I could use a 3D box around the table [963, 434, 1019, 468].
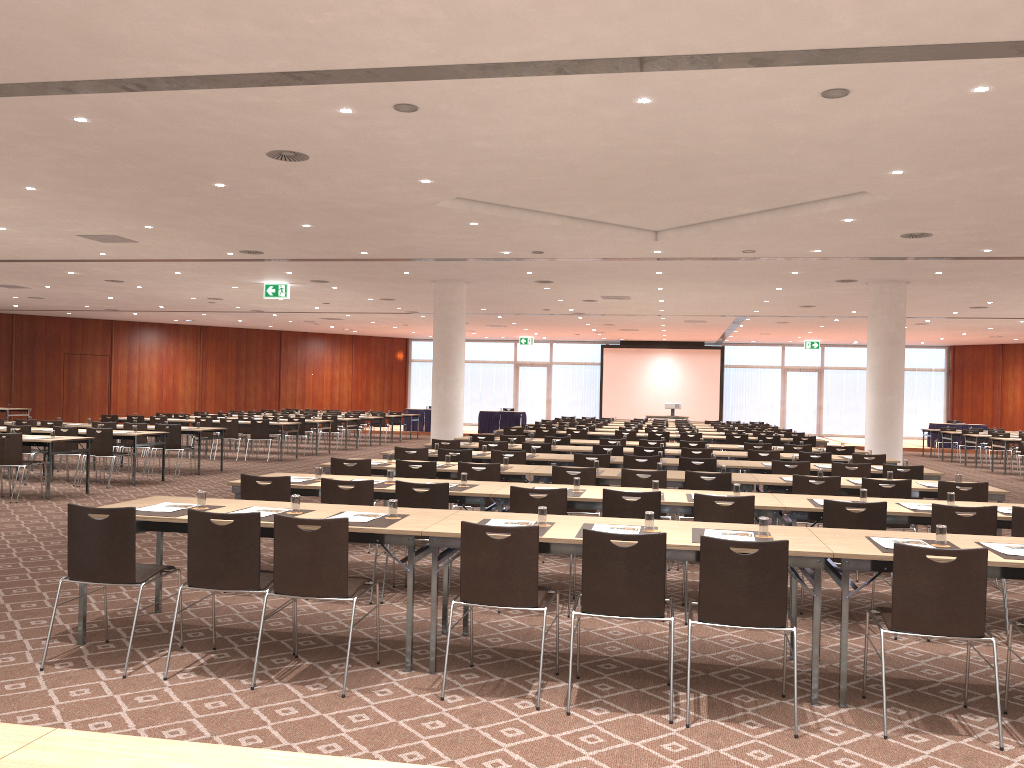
[{"bbox_3d":[13.044,1.772,22.992,2.267,0.833,0.953,1,0,10],"label":"table"}]

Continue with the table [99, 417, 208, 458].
[{"bbox_3d":[-8.326,1.235,20.697,2.267,0.833,0.953,1,0,10],"label":"table"}]

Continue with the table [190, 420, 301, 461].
[{"bbox_3d":[-6.092,1.285,20.300,2.267,0.833,0.953,1,0,10],"label":"table"}]

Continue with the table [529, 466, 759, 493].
[{"bbox_3d":[1.368,1.353,9.325,2.267,0.833,0.953,1,0,10],"label":"table"}]

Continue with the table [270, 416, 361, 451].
[{"bbox_3d":[-5.392,1.341,24.238,2.267,0.833,0.953,1,0,10],"label":"table"}]

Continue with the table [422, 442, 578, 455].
[{"bbox_3d":[-0.167,1.360,13.661,2.267,0.833,0.953,1,0,10],"label":"table"}]

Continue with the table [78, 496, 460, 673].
[{"bbox_3d":[-1.566,1.247,5.784,2.267,0.833,0.953,1,0,10],"label":"table"}]

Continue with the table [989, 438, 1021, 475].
[{"bbox_3d":[12.694,1.744,21.023,2.267,0.833,0.953,1,0,10],"label":"table"}]

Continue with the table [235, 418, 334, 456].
[{"bbox_3d":[-5.742,1.313,22.269,2.267,0.833,0.953,1,0,10],"label":"table"}]

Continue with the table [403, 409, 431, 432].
[{"bbox_3d":[-3.156,1.364,33.208,1.712,0.832,1.042,1,0,10],"label":"table"}]

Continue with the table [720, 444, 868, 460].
[{"bbox_3d":[4.652,1.488,14.835,2.267,0.833,0.953,1,0,10],"label":"table"}]

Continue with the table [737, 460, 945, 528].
[{"bbox_3d":[3.952,1.431,10.897,2.267,0.833,0.953,1,0,10],"label":"table"}]

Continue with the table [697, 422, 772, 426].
[{"bbox_3d":[7.014,1.679,28.127,2.267,0.833,0.953,1,0,10],"label":"table"}]

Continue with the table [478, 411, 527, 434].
[{"bbox_3d":[-0.357,1.426,32.711,1.712,0.832,1.042,1,0,10],"label":"table"}]

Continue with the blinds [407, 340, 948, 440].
[{"bbox_3d":[6.491,0.148,38.127,22.851,3.816,0.115,1,0,10],"label":"blinds"}]

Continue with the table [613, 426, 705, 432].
[{"bbox_3d":[3.730,1.544,22.617,2.267,0.833,0.953,1,0,10],"label":"table"}]

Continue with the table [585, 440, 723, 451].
[{"bbox_3d":[2.417,1.438,15.232,2.267,0.833,0.953,1,0,10],"label":"table"}]

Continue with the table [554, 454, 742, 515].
[{"bbox_3d":[1.718,1.381,11.294,2.267,0.833,0.953,1,0,10],"label":"table"}]

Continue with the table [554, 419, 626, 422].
[{"bbox_3d":[2.545,1.580,28.921,2.267,0.833,0.953,1,0,10],"label":"table"}]

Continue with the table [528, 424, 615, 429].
[{"bbox_3d":[1.495,1.495,23.014,2.267,0.833,0.953,1,0,10],"label":"table"}]

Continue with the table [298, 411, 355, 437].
[{"bbox_3d":[-6.577,1.377,30.543,2.267,0.833,0.953,1,0,10],"label":"table"}]

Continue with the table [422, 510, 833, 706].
[{"bbox_3d":[0.668,1.296,5.387,2.267,0.833,0.953,1,0,10],"label":"table"}]

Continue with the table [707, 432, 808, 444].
[{"bbox_3d":[5.614,1.566,20.250,2.267,0.833,0.953,1,0,10],"label":"table"}]

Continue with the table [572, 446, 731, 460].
[{"bbox_3d":[2.068,1.410,13.263,2.267,0.833,0.953,1,0,10],"label":"table"}]

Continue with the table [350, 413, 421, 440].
[{"bbox_3d":[-4.342,1.426,30.146,2.267,0.833,0.953,1,0,10],"label":"table"}]

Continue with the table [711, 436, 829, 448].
[{"bbox_3d":[5.264,1.538,18.281,2.267,0.833,0.953,1,0,10],"label":"table"}]

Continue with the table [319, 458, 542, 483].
[{"bbox_3d":[-0.867,1.303,9.722,2.267,0.833,0.953,1,0,10],"label":"table"}]

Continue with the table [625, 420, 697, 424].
[{"bbox_3d":[4.779,1.630,28.524,2.267,0.833,0.953,1,0,10],"label":"table"}]

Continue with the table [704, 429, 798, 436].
[{"bbox_3d":[5.964,1.594,22.219,2.267,0.833,0.953,1,0,10],"label":"table"}]

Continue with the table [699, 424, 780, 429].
[{"bbox_3d":[6.664,1.651,26.158,2.267,0.833,0.953,1,0,10],"label":"table"}]

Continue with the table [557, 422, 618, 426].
[{"bbox_3d":[1.845,1.523,24.983,2.267,0.833,0.953,1,0,10],"label":"table"}]

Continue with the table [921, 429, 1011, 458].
[{"bbox_3d":[13.744,1.829,26.930,2.267,0.833,0.953,1,0,10],"label":"table"}]

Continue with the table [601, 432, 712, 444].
[{"bbox_3d":[3.030,1.488,18.678,2.267,0.833,0.953,1,0,10],"label":"table"}]

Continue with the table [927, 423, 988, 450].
[{"bbox_3d":[15.067,1.770,29.968,1.712,0.832,1.042,1,0,10],"label":"table"}]

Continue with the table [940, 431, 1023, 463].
[{"bbox_3d":[13.394,1.801,24.961,2.267,0.833,0.953,1,0,10],"label":"table"}]

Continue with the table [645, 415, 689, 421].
[{"bbox_3d":[5.534,1.558,31.680,1.539,0.832,0.953,1,0,10],"label":"table"}]

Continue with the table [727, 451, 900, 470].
[{"bbox_3d":[4.302,1.460,12.866,2.267,0.833,0.953,1,0,10],"label":"table"}]

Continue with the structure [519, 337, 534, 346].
[{"bbox_3d":[0.609,-1.796,37.327,0.587,0.346,0.105,1,0,10],"label":"structure"}]

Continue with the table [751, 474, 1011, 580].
[{"bbox_3d":[3.602,1.403,8.928,2.267,0.833,0.953,1,0,10],"label":"table"}]

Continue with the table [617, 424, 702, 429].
[{"bbox_3d":[4.080,1.573,24.586,2.267,0.833,0.953,1,0,10],"label":"table"}]

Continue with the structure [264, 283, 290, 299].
[{"bbox_3d":[-5.346,-2.113,20.166,0.587,0.346,0.105,1,0,10],"label":"structure"}]

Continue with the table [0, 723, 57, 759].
[{"bbox_3d":[-2.274,1.189,1.803,2.267,0.833,0.953,1,0,10],"label":"table"}]

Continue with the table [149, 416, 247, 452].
[{"bbox_3d":[-7.976,1.263,22.667,2.267,0.833,0.953,1,0,10],"label":"table"}]

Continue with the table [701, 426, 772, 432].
[{"bbox_3d":[6.314,1.623,24.189,2.267,0.833,0.953,1,0,10],"label":"table"}]

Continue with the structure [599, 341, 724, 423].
[{"bbox_3d":[6.349,-0.072,37.767,5.158,3.525,0.395,1,0,10],"label":"structure"}]

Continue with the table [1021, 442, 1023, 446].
[{"bbox_3d":[12.344,1.716,19.054,2.267,0.833,0.953,1,0,10],"label":"table"}]

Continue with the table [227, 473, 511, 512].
[{"bbox_3d":[-1.217,1.275,7.753,2.267,0.833,0.953,1,0,10],"label":"table"}]

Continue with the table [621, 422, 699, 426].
[{"bbox_3d":[4.429,1.601,26.555,2.267,0.833,0.953,1,0,10],"label":"table"}]

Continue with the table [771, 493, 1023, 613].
[{"bbox_3d":[3.252,1.375,6.959,2.267,0.833,0.953,1,0,10],"label":"table"}]

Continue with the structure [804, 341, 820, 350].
[{"bbox_3d":[11.944,-1.544,35.311,0.587,0.346,0.105,1,0,10],"label":"structure"}]

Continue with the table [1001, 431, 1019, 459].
[{"bbox_3d":[15.978,1.879,26.533,2.267,0.833,0.953,1,0,10],"label":"table"}]

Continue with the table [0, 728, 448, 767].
[{"bbox_3d":[-0.040,1.239,1.406,2.267,0.833,0.953,1,0,10],"label":"table"}]

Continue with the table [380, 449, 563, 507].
[{"bbox_3d":[-0.517,1.332,11.691,2.267,0.833,0.953,1,0,10],"label":"table"}]

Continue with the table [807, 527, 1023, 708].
[{"bbox_3d":[2.902,1.346,4.990,2.267,0.833,0.953,1,0,10],"label":"table"}]

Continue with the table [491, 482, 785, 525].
[{"bbox_3d":[1.018,1.325,7.356,2.267,0.833,0.953,1,0,10],"label":"table"}]

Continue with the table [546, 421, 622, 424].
[{"bbox_3d":[2.195,1.551,26.952,2.267,0.833,0.953,1,0,10],"label":"table"}]
